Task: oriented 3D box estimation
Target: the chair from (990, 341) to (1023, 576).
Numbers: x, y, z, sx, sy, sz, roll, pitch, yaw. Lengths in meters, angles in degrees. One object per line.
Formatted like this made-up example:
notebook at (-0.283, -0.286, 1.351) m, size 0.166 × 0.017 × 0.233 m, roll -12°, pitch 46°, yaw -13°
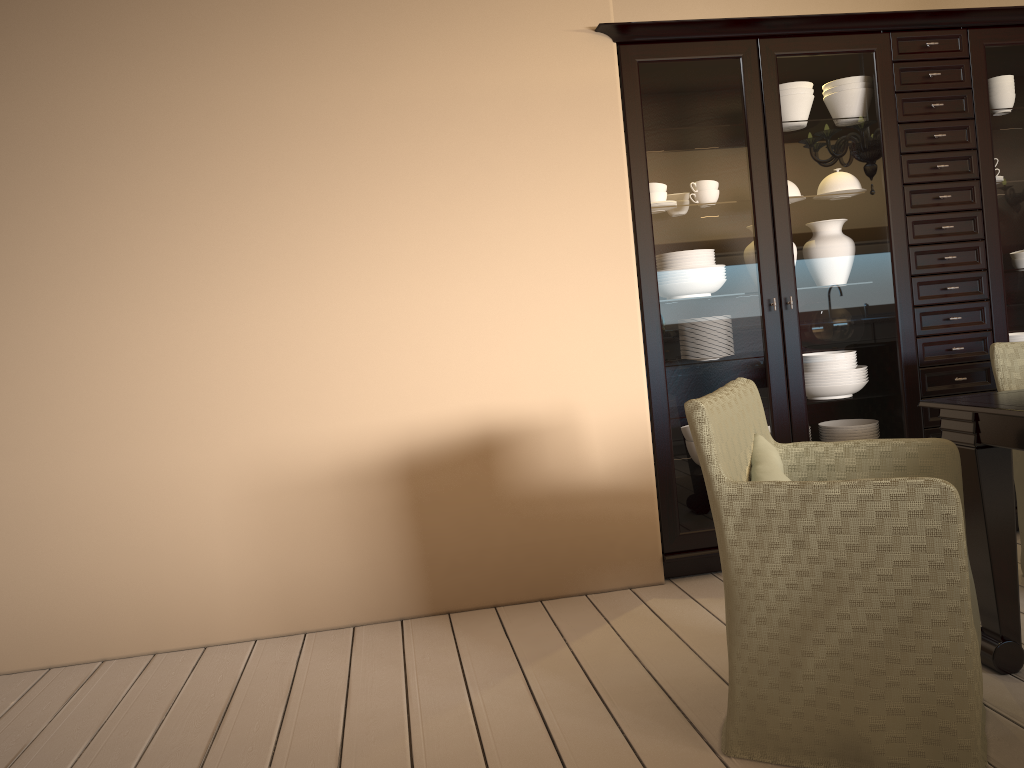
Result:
chair at (1.810, 0.251, 2.571) m, size 0.563 × 0.800 × 0.562 m, roll -5°, pitch 2°, yaw -2°

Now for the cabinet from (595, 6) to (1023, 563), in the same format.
cabinet at (1.537, -0.429, 3.588) m, size 2.490 × 1.839 × 0.888 m, roll -6°, pitch 1°, yaw -8°

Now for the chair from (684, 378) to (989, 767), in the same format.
chair at (0.719, 0.388, 1.906) m, size 0.560 × 0.800 × 0.565 m, roll -4°, pitch 2°, yaw 28°

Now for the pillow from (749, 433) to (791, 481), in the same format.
pillow at (0.614, 0.265, 1.962) m, size 0.247 × 0.294 × 0.316 m, roll -5°, pitch 2°, yaw 5°

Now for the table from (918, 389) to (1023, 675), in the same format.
table at (2.086, 0.287, 1.903) m, size 1.992 × 0.653 × 0.919 m, roll -6°, pitch 2°, yaw -8°
